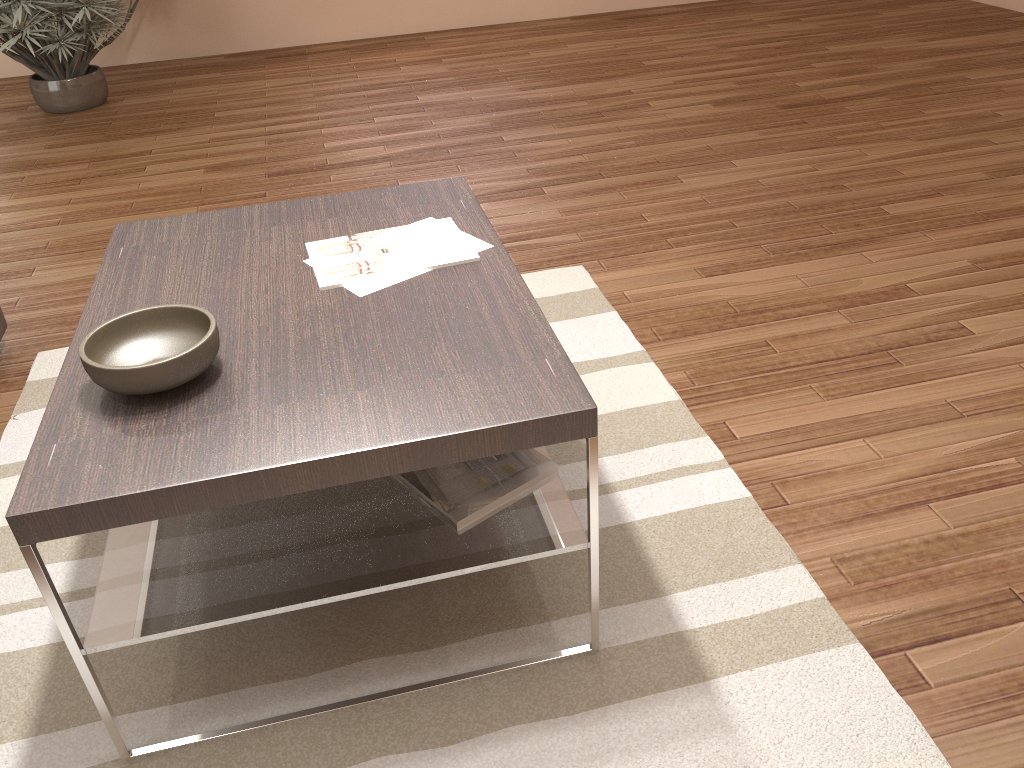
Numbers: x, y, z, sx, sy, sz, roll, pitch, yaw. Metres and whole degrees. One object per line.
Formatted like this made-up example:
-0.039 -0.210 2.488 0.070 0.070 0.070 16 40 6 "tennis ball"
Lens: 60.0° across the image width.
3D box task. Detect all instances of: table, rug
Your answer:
-0.396 0.059 1.900 0.856 0.558 1.110 -10 33 -9 "table"
-0.377 0.289 2.058 1.791 0.024 2.122 -10 33 -9 "rug"

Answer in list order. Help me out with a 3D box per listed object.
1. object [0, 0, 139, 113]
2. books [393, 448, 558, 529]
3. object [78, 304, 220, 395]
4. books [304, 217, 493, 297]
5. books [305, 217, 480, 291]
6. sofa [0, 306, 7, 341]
-2.676 -2.546 4.811 2.046 2.068 2.011 -20 36 -24 "object"
-0.110 0.147 1.748 0.241 0.026 0.332 -26 39 -31 "books"
-0.602 -0.049 1.496 0.219 0.081 0.219 -7 33 -5 "object"
-0.242 -0.275 1.895 0.332 0.008 0.241 -26 39 -30 "books"
-0.261 -0.283 1.896 0.332 0.010 0.241 -13 34 -13 "books"
-1.492 0.517 1.138 1.906 0.776 3.565 -10 33 -9 "sofa"
